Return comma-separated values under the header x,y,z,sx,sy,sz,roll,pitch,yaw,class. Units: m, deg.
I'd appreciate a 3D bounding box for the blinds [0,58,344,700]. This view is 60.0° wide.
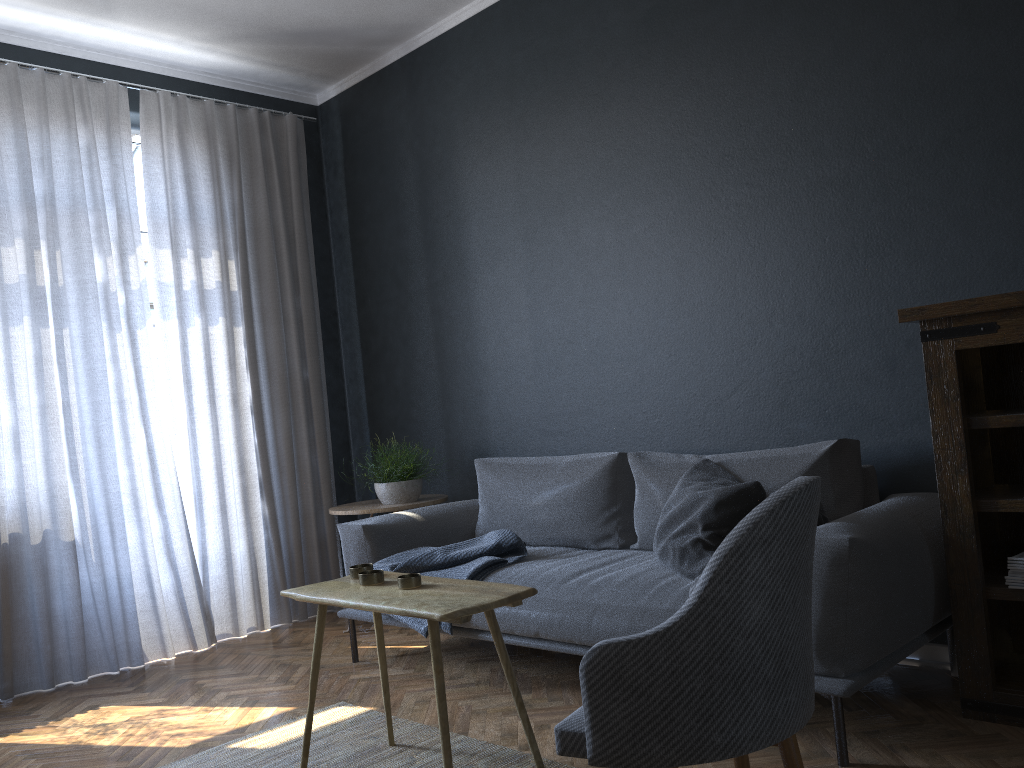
x,y,z,sx,sy,sz,roll,pitch,yaw,class
-2.446,-0.042,3.715,3.990,2.788,0.312,-4,-2,-45,blinds

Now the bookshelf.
x,y,z,sx,sy,sz,roll,pitch,yaw,class
1.987,0.269,1.994,0.450,1.172,1.920,-5,-2,-45,bookshelf

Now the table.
x,y,z,sx,sy,sz,roll,pitch,yaw,class
-0.275,0.826,2.400,0.339,0.550,0.788,-5,-2,-45,table

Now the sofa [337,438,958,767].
x,y,z,sx,sy,sz,roll,pitch,yaw,class
0.343,0.668,3.327,2.342,0.798,0.969,-8,-2,45,sofa

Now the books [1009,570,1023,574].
x,y,z,sx,sy,sz,roll,pitch,yaw,class
1.549,0.497,2.397,0.218,0.006,0.305,-4,-3,-40,books

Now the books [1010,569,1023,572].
x,y,z,sx,sy,sz,roll,pitch,yaw,class
1.544,0.493,2.397,0.218,0.008,0.288,-4,-3,-41,books

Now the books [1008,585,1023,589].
x,y,z,sx,sy,sz,roll,pitch,yaw,class
1.543,0.537,2.398,0.305,0.008,0.218,-8,-3,45,books

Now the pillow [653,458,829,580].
x,y,z,sx,sy,sz,roll,pitch,yaw,class
0.723,0.433,2.852,0.442,0.362,0.798,-5,-2,-27,pillow

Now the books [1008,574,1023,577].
x,y,z,sx,sy,sz,roll,pitch,yaw,class
1.544,0.510,2.402,0.218,0.008,0.288,-4,-2,-39,books

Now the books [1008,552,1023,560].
x,y,z,sx,sy,sz,roll,pitch,yaw,class
1.546,0.462,2.397,0.218,0.013,0.305,-4,-3,-40,books

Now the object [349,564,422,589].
x,y,z,sx,sy,sz,roll,pitch,yaw,class
-0.380,0.549,2.520,0.103,0.033,0.369,-5,-2,-34,object

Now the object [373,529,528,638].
x,y,z,sx,sy,sz,roll,pitch,yaw,class
-0.275,0.761,3.519,0.490,0.329,0.667,-4,-2,-40,object

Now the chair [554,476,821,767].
x,y,z,sx,sy,sz,roll,pitch,yaw,class
0.404,0.601,1.782,0.495,0.811,0.645,-6,-1,23,chair

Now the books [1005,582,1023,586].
x,y,z,sx,sy,sz,roll,pitch,yaw,class
1.541,0.531,2.399,0.218,0.007,0.305,-4,-3,-40,books

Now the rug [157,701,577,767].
x,y,z,sx,sy,sz,roll,pitch,yaw,class
-0.274,1.092,2.178,1.003,0.013,2.013,-4,-3,-45,rug

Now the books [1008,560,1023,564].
x,y,z,sx,sy,sz,roll,pitch,yaw,class
1.547,0.471,2.399,0.218,0.008,0.305,-4,-3,-40,books

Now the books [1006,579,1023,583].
x,y,z,sx,sy,sz,roll,pitch,yaw,class
1.542,0.523,2.398,0.218,0.008,0.305,-4,-3,-40,books

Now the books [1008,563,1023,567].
x,y,z,sx,sy,sz,roll,pitch,yaw,class
1.545,0.479,2.396,0.218,0.008,0.305,-4,-3,-41,books

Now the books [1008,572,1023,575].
x,y,z,sx,sy,sz,roll,pitch,yaw,class
1.544,0.504,2.403,0.218,0.008,0.288,-4,-2,-39,books

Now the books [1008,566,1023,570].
x,y,z,sx,sy,sz,roll,pitch,yaw,class
1.543,0.486,2.394,0.218,0.008,0.305,-4,-3,-41,books

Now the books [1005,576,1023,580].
x,y,z,sx,sy,sz,roll,pitch,yaw,class
1.539,0.515,2.399,0.218,0.013,0.305,-4,-3,-40,books
